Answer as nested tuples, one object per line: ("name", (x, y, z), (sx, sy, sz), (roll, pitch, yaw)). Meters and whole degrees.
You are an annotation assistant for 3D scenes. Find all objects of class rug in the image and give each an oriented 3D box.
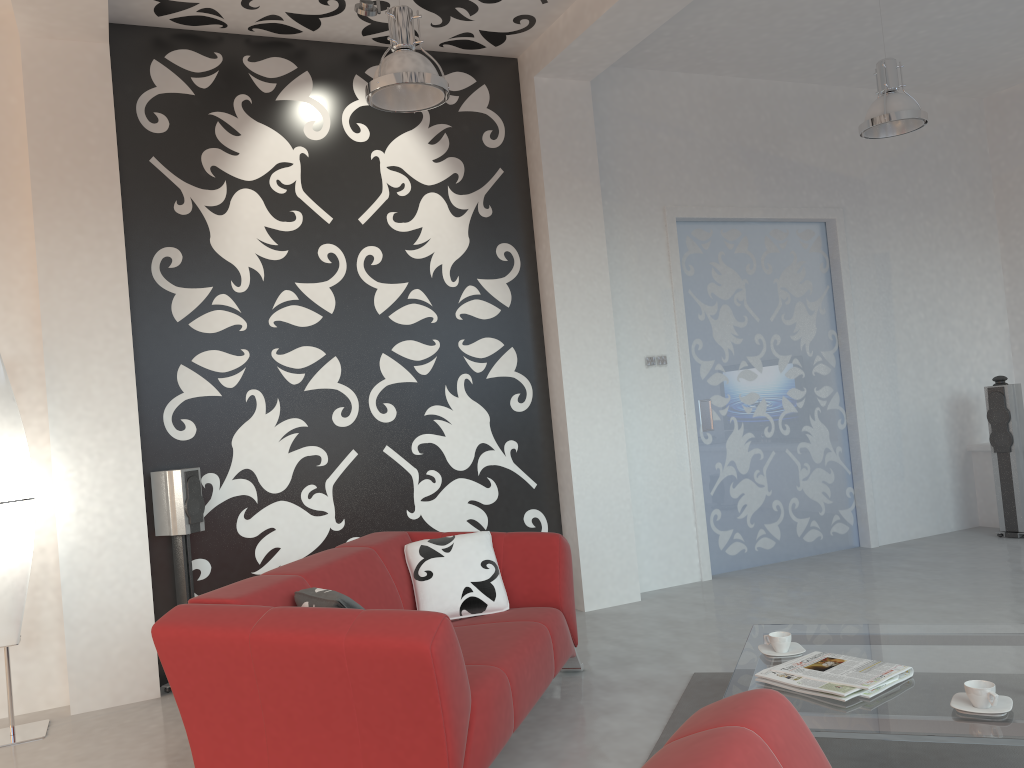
("rug", (1.300, 1.211, 2.870), (1.700, 0.025, 1.700), (-6, -2, 21))

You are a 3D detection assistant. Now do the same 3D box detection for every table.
("table", (1.298, 1.065, 2.870), (1.097, 0.286, 1.162), (-6, -2, 21))

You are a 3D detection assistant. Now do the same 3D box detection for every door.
("door", (1.840, 0.007, 6.429), (1.600, 2.550, 0.240), (-4, -2, -24))

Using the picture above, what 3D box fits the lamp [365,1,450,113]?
("lamp", (-0.509, -1.695, 4.039), (0.379, 0.800, 0.379), (-4, -2, -31))

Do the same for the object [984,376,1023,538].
("object", (3.681, 0.525, 6.550), (0.273, 1.184, 0.255), (-4, -3, -39))

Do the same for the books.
("books", (1.036, 0.927, 2.833), (0.345, 0.035, 0.367), (-4, -2, -34))

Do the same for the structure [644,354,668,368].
("structure", (0.967, -0.154, 5.936), (0.170, 0.080, 0.016), (-4, -2, -24))

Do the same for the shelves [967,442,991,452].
("shelves", (5.032, 0.301, 4.695), (0.650, 0.050, 5.500), (-4, -2, -24))

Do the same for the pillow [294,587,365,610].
("pillow", (-0.528, 0.841, 2.946), (0.288, 0.343, 0.402), (-4, -2, -32))

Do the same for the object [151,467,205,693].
("object", (-1.670, 0.992, 4.516), (0.229, 1.112, 0.214), (-6, -2, 21))

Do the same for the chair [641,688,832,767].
("chair", (0.711, 0.838, 1.087), (1.288, 0.738, 0.951), (-6, -2, 26))

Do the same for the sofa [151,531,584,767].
("sofa", (-0.372, 1.020, 3.402), (0.951, 0.738, 1.929), (-6, -2, 16))

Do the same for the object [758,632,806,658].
("object", (0.961, 0.929, 3.166), (0.153, 0.069, 0.153), (-5, -2, 2))

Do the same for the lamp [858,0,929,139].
("lamp", (2.221, -1.908, 5.264), (0.379, 0.800, 0.379), (-4, -2, -28))

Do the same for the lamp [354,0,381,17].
("lamp", (-0.752, -1.963, 4.561), (0.118, 0.176, 0.112), (-6, -2, 18))

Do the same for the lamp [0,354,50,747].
("lamp", (-2.334, 0.702, 4.029), (0.313, 1.779, 0.313), (-5, -2, -16))

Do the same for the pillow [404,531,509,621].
("pillow", (-0.247, 0.848, 3.903), (0.402, 0.343, 0.288), (-5, -2, -17))

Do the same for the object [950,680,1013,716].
("object", (1.307, 0.872, 2.474), (0.153, 0.069, 0.153), (-7, -2, 32))
